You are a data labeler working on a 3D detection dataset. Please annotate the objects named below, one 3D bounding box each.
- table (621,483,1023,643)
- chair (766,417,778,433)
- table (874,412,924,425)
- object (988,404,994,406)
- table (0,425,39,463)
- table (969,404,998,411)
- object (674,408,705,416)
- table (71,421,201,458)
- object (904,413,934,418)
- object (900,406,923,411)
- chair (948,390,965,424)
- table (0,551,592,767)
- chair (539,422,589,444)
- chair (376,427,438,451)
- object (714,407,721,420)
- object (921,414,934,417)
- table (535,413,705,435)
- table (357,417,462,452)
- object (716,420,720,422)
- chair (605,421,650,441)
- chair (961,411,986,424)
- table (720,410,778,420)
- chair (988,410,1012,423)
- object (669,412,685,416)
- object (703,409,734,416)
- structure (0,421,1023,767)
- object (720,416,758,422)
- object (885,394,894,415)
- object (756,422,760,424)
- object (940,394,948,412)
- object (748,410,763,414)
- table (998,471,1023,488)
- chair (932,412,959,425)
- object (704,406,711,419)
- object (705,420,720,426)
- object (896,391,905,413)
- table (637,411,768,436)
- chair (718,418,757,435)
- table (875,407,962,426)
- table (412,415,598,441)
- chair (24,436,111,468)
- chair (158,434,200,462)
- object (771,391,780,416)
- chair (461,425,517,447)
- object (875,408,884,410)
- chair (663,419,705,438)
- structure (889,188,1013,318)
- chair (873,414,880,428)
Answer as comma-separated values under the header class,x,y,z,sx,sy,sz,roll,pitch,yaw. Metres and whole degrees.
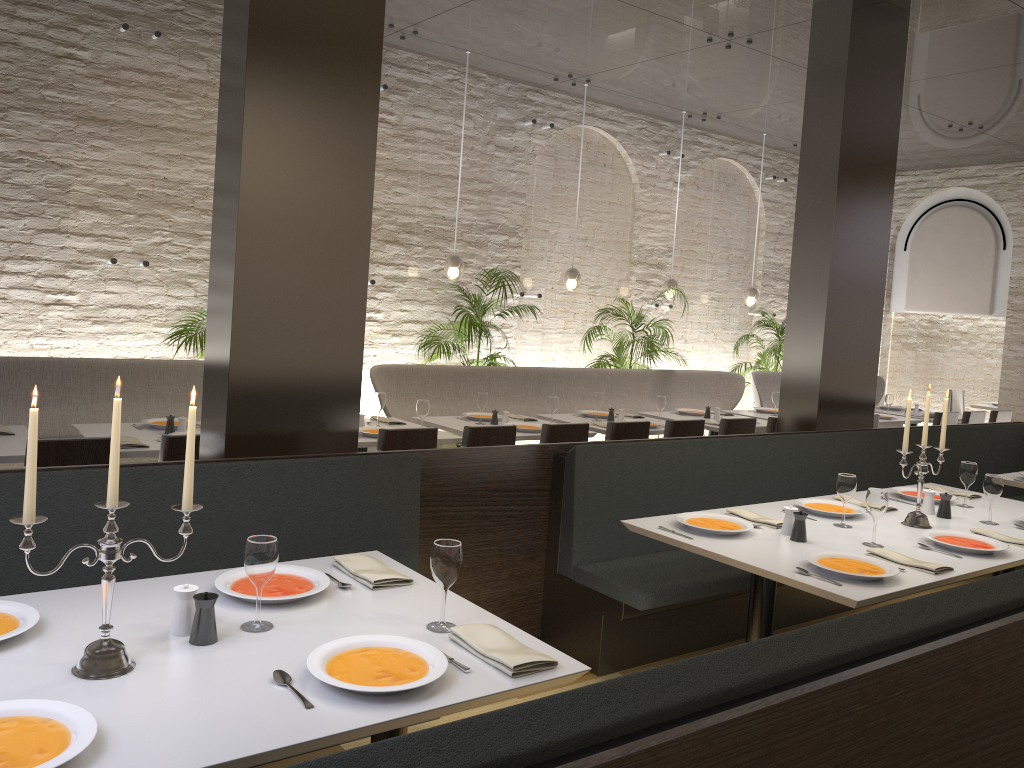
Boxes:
class,x,y,z,sx,sy,sz,roll,pitch,yaw
table,1.770,1.019,4.066,2.537,0.758,1.104,0,6,-37
chair,2.003,0.684,7.267,0.411,0.904,0.567,2,4,-37
table,3.553,0.694,9.239,1.010,0.758,0.939,1,5,-37
object,6.431,0.288,11.796,0.017,0.010,0.186,1,6,-37
table,-2.918,0.662,4.370,1.010,0.758,0.939,1,5,-37
table,6.717,0.703,11.703,1.010,0.758,0.939,1,5,-37
object,1.643,0.262,8.102,0.322,0.036,0.321,7,6,31
table,-1.919,0.667,5.121,1.010,0.758,0.939,1,5,-37
object,4.360,0.340,9.478,0.142,0.033,0.273,0,6,-37
object,4.612,0.285,10.314,0.142,0.033,0.273,0,6,-37
chair,6.324,0.557,12.223,0.411,0.904,0.567,2,4,-37
table,-1.174,1.004,1.851,2.537,0.758,1.104,0,6,-37
chair,0.178,0.675,5.894,0.411,0.904,0.567,2,4,-37
chair,-0.748,0.670,5.197,0.411,0.904,0.567,2,4,-37
object,1.816,0.258,7.837,0.059,0.109,0.059,7,4,44
object,4.499,0.341,9.587,0.038,0.015,0.182,1,6,-35
table,0.843,0.680,7.200,1.010,0.758,0.939,1,5,-37
table,-1.014,0.671,5.802,1.010,0.758,0.939,1,5,-37
object,1.813,0.328,7.567,0.038,0.015,0.182,1,6,-35
chair,0.626,0.677,6.231,0.411,0.904,0.567,2,4,-37
chair,4.493,0.696,9.141,0.411,0.904,0.567,2,4,-37
table,2.672,0.690,8.576,1.010,0.758,0.939,1,5,-37
chair,4.955,0.699,9.488,0.411,0.904,0.567,2,4,-37
object,1.493,0.271,7.996,0.017,0.010,0.186,1,6,-37
object,1.927,0.272,8.294,0.142,0.033,0.273,0,6,-37
structure,0.532,0.895,3.098,10.741,0.999,2.379,0,6,-37
object,1.963,0.322,7.672,0.322,0.036,0.321,7,6,31
object,3.920,0.225,9.222,0.086,0.230,0.087,4,3,-7
object,2.101,0.332,7.783,0.017,0.010,0.186,1,6,-37
object,4.821,0.230,9.900,0.086,0.230,0.087,4,3,-7
object,2.387,0.275,8.668,0.017,0.010,0.186,1,6,-37
table,3.812,1.029,5.602,1.187,0.758,1.104,1,5,-37
chair,4.045,0.694,8.804,0.411,0.904,0.567,2,4,-37
object,1.738,0.250,7.865,0.059,0.109,0.059,7,4,44
object,1.674,0.327,7.458,0.142,0.033,0.273,0,6,-37
object,4.307,0.200,9.831,0.086,0.230,0.087,4,3,-7
table,1.779,0.685,7.904,1.010,0.758,0.939,1,5,-37
chair,1.549,0.682,6.926,0.411,0.904,0.567,2,4,-37
table,4.464,0.699,9.924,1.010,0.758,0.939,1,5,-37
table,-0.085,0.676,6.502,1.010,0.758,0.939,1,5,-37
chair,-2.127,0.663,4.160,0.411,0.904,0.567,2,4,-37
chair,-1.675,0.665,4.499,0.411,0.904,0.567,2,4,-37
object,2.530,0.191,8.494,0.086,0.230,0.087,4,3,-7
chair,-0.297,0.672,5.537,0.411,0.904,0.567,2,4,-37
object,4.179,0.284,10.017,0.017,0.010,0.186,1,6,-37
chair,1.076,0.679,6.570,0.411,0.904,0.567,2,4,-37
structure,5.861,-1.759,11.784,0.097,1.671,1.638,2,4,-37
chair,2.920,0.688,7.957,0.411,0.904,0.567,2,4,-37
